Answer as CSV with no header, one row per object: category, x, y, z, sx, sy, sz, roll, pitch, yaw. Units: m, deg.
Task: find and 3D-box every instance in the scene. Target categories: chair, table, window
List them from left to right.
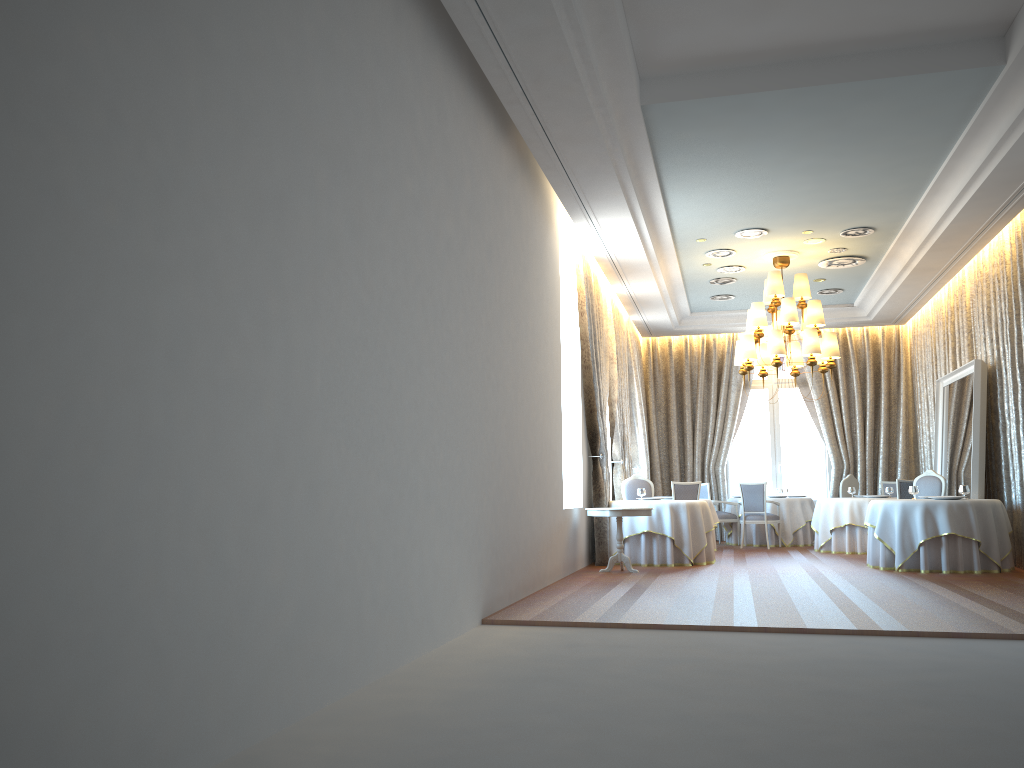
table,1.320,1.916,10.804,0.761,0.801,0.760,5,-9,-36
chair,1.960,1.940,13.099,0.563,1.233,0.690,1,-7,-11
table,1.963,2.056,12.243,1.663,0.890,1.667,-1,-7,3
table,2.601,2.364,14.786,1.667,0.890,1.663,-1,-7,8
chair,2.601,2.068,13.716,0.650,1.108,0.629,1,-7,-11
chair,3.668,2.334,15.951,0.629,1.108,0.650,2,-8,-21
chair,4.179,2.223,15.075,0.650,1.108,0.629,-4,-8,29
table,4.712,2.511,16.121,1.667,0.890,1.663,-5,-8,32
window,5.202,0.649,17.591,1.881,3.306,0.196,-2,-7,14
chair,5.642,2.200,15.443,0.563,1.233,0.690,5,-9,-36
table,5.628,2.247,14.029,1.663,0.890,1.667,-4,-8,27
chair,6.481,2.203,15.057,0.650,1.108,0.629,-5,-8,34
chair,5.693,1.962,13.046,0.650,1.108,0.629,2,-7,-16
chair,5.430,1.766,11.902,0.690,1.233,0.563,3,-8,-26
table,5.261,1.876,10.985,1.663,0.890,1.667,-1,-7,3

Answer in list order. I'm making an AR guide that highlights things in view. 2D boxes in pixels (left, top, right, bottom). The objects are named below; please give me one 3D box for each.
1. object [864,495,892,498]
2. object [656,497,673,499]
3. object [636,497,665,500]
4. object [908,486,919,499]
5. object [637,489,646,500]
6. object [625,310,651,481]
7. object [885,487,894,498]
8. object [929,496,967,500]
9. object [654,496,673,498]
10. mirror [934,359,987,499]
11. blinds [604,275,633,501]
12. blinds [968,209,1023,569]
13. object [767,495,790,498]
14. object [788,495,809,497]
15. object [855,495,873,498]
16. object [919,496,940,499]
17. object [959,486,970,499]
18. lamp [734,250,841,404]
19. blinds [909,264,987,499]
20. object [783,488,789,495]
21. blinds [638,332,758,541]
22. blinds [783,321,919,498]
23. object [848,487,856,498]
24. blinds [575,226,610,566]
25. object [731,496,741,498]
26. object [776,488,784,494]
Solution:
object,5.648,1.738,13.690,0.419,0.036,0.419,-2,-7,12
object,2.548,1.847,14.380,0.419,0.036,0.419,-2,-7,12
object,1.991,1.646,12.711,0.419,0.036,0.419,-2,-7,12
object,5.139,1.389,11.337,0.128,0.165,0.128,-7,-10,43
object,1.818,1.550,12.441,0.128,0.165,0.128,0,-7,-4
object,2.402,0.651,16.772,0.386,4.901,2.121,-2,-7,14
object,5.916,1.697,13.895,0.128,0.165,0.128,-2,-7,14
object,5.205,1.361,10.595,0.419,0.036,0.419,-2,-7,12
object,2.568,1.961,15.306,0.419,0.036,0.419,-2,-7,12
mirror,6.213,1.085,12.366,0.385,2.564,2.251,-2,-7,14
blinds,1.817,0.353,14.683,0.335,4.969,2.257,-2,-7,14
blinds,5.991,-0.232,10.330,0.238,4.819,4.439,-2,-7,14
object,4.716,1.996,15.728,0.419,0.036,0.419,-2,-7,12
object,5.180,2.038,16.104,0.419,0.036,0.419,-2,-7,12
object,5.806,1.835,14.489,0.419,0.036,0.419,-2,-7,12
object,5.463,1.461,11.423,0.419,0.036,0.419,-2,-7,12
object,5.496,1.316,10.771,0.128,0.165,0.128,-2,-7,14
lamp,3.873,-0.807,12.607,1.373,2.121,1.373,5,-9,-38
blinds,7.037,0.278,14.544,0.238,4.819,4.439,-2,-7,14
object,5.061,2.013,16.417,0.128,0.165,0.128,-2,-7,14
blinds,3.665,0.690,17.542,2.535,4.901,0.386,-2,-7,14
blinds,6.456,0.584,16.857,2.476,4.901,0.386,-2,-7,14
object,5.518,1.761,14.390,0.128,0.165,0.128,-2,-7,14
blinds,1.206,0.066,12.318,0.315,4.930,2.204,-2,-7,14
object,4.194,2.052,16.154,0.419,0.036,0.419,-2,-7,12
object,4.844,1.968,16.035,0.128,0.165,0.128,-2,-7,14
